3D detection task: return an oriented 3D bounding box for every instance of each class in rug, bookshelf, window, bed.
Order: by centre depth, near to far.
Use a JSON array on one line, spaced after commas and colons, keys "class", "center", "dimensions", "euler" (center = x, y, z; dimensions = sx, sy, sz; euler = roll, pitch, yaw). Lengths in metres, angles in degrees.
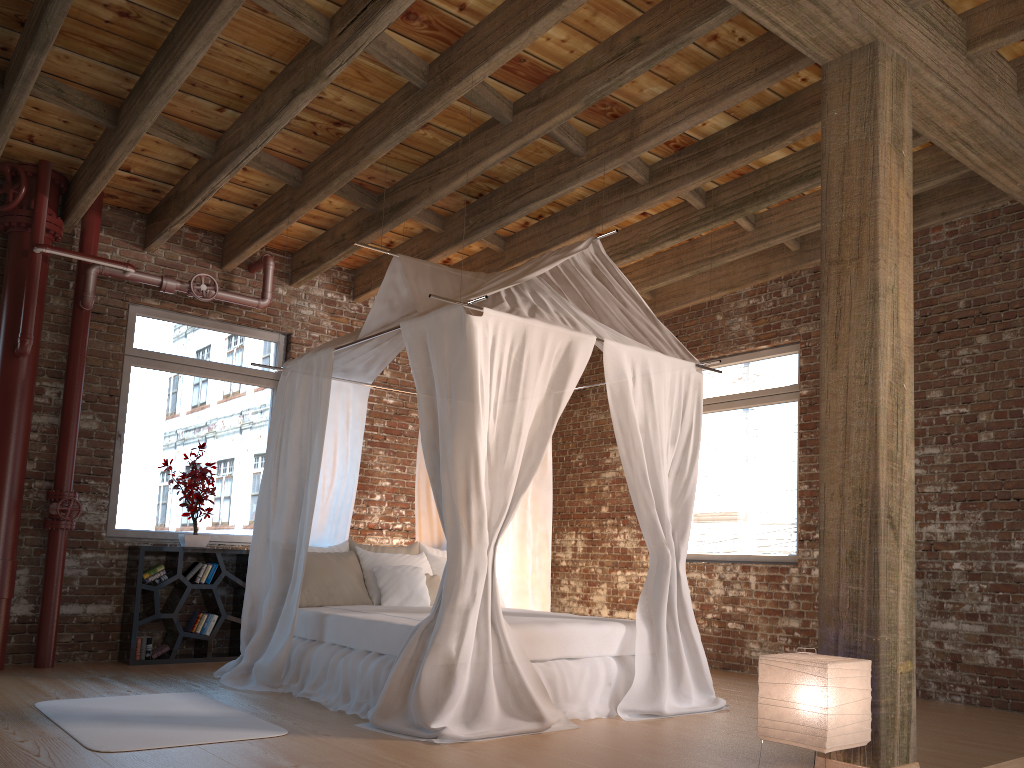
[{"class": "rug", "center": [-1.758, 1.636, 4.339], "dimensions": [0.876, 0.007, 1.424], "euler": [11, -14, -37]}, {"class": "bed", "center": [-0.227, 0.052, 5.817], "dimensions": [2.544, 3.843, 2.646], "euler": [9, -11, -38]}, {"class": "bookshelf", "center": [-2.443, 1.662, 6.667], "dimensions": [0.872, 0.837, 0.290], "euler": [10, -10, -39]}, {"class": "window", "center": [-2.495, 0.359, 7.042], "dimensions": [1.370, 1.830, 0.166], "euler": [9, -10, -39]}, {"class": "window", "center": [1.944, 0.623, 7.537], "dimensions": [0.175, 1.830, 1.304], "euler": [8, -10, -38]}]

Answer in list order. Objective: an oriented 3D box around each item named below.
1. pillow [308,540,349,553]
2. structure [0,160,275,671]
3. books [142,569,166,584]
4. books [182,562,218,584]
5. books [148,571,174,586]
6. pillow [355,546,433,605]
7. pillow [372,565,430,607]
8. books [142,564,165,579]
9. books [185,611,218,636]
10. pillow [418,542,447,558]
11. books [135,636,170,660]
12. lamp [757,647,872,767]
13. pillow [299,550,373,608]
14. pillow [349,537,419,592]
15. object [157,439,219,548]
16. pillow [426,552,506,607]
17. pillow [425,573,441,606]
[{"class": "pillow", "center": [-1.381, 1.308, 6.084], "dimensions": [0.644, 0.488, 0.197], "euler": [10, -11, -38]}, {"class": "structure", "center": [-2.792, 0.262, 6.329], "dimensions": [2.036, 3.429, 0.572], "euler": [9, -9, -39]}, {"class": "books", "center": [-2.626, 1.408, 6.446], "dimensions": [0.157, 0.108, 0.133], "euler": [10, -12, -38]}, {"class": "books", "center": [-2.363, 1.427, 6.662], "dimensions": [0.248, 0.164, 0.133], "euler": [10, -12, -38]}, {"class": "books", "center": [-2.582, 1.429, 6.481], "dimensions": [0.160, 0.113, 0.133], "euler": [10, -12, -38]}, {"class": "pillow", "center": [-0.800, 1.374, 6.310], "dimensions": [0.623, 0.399, 0.346], "euler": [11, -12, -41]}, {"class": "pillow", "center": [-0.763, 1.402, 6.119], "dimensions": [0.392, 0.288, 0.213], "euler": [8, -10, -30]}, {"class": "books", "center": [-2.635, 1.371, 6.442], "dimensions": [0.157, 0.108, 0.133], "euler": [10, -12, -38]}, {"class": "books", "center": [-2.339, 1.806, 6.652], "dimensions": [0.207, 0.179, 0.133], "euler": [10, -11, -38]}, {"class": "pillow", "center": [-0.458, 1.484, 6.843], "dimensions": [0.643, 0.494, 0.206], "euler": [10, -11, -39]}, {"class": "books", "center": [-2.622, 1.917, 6.409], "dimensions": [0.254, 0.158, 0.133], "euler": [10, -12, -38]}, {"class": "lamp", "center": [1.546, 1.383, 3.092], "dimensions": [1.369, 0.772, 0.367], "euler": [-8, -12, 43]}, {"class": "pillow", "center": [-1.262, 1.317, 5.931], "dimensions": [0.624, 0.410, 0.355], "euler": [11, -12, -41]}, {"class": "pillow", "center": [-0.928, 1.385, 6.463], "dimensions": [0.644, 0.489, 0.207], "euler": [10, -11, -39]}, {"class": "object", "center": [-2.446, 0.824, 6.713], "dimensions": [0.424, 0.832, 0.392], "euler": [10, -10, -43]}, {"class": "pillow", "center": [-0.340, 1.503, 6.690], "dimensions": [0.640, 0.428, 0.290], "euler": [10, -11, -38]}, {"class": "pillow", "center": [-0.595, 1.468, 6.297], "dimensions": [0.294, 0.231, 0.161], "euler": [10, -12, -40]}]
